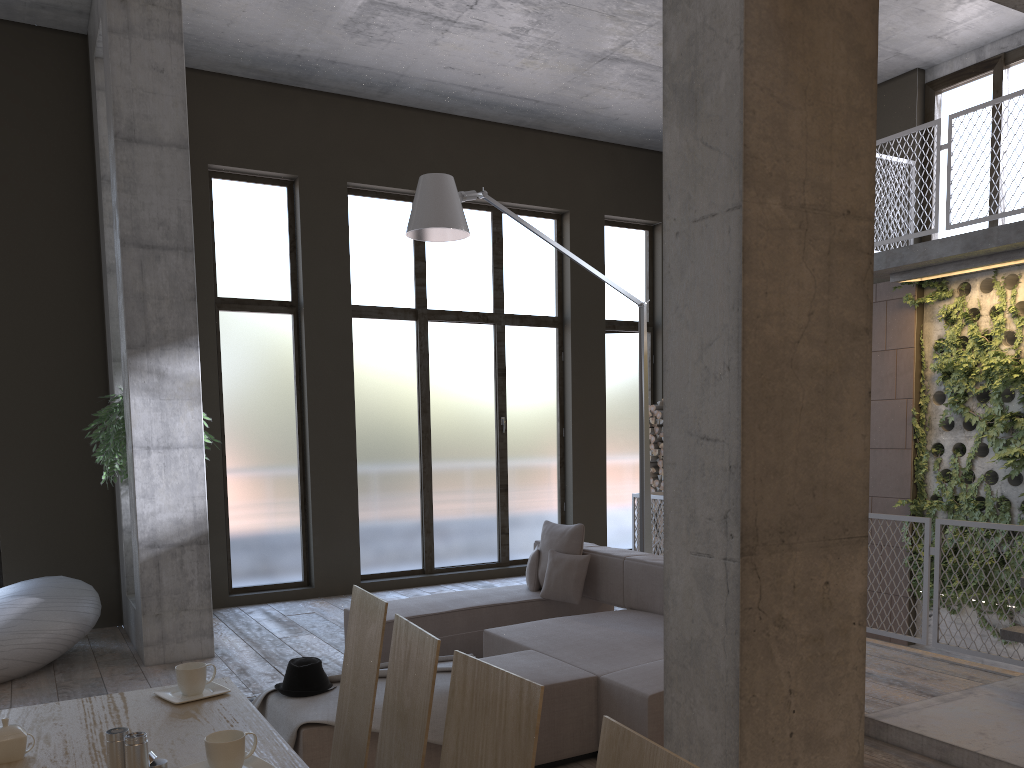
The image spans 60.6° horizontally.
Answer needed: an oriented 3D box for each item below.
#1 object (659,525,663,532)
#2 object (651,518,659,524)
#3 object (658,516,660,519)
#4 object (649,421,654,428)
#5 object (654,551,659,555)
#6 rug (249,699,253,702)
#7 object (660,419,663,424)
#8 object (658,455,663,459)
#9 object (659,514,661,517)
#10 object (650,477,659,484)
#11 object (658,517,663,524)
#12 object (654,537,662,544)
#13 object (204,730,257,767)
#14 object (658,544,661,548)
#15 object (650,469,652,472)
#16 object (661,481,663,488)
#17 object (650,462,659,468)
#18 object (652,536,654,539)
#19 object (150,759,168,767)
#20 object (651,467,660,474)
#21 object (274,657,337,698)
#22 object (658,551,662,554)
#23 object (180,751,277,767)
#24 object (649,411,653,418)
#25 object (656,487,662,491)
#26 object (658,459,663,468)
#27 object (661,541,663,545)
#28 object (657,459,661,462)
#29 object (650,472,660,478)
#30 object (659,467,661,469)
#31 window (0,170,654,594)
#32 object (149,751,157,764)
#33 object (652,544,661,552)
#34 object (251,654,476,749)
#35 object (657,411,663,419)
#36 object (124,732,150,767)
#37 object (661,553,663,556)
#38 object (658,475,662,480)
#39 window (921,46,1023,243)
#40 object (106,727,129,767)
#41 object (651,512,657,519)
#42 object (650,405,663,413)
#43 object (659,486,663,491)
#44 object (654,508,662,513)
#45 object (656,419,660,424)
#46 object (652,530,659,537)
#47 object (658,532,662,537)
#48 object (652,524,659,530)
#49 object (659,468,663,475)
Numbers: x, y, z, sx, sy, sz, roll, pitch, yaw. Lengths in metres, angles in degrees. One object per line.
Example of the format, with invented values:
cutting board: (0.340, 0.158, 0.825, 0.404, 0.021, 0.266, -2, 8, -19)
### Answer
object: (2.047, 1.801, 10.996, 0.436, 0.094, 0.092, 1, 0, -28)
object: (1.913, 1.738, 11.175, 0.454, 0.090, 0.090, 0, 0, -27)
object: (1.985, 1.670, 11.052, 0.358, 0.075, 0.064, 0, 1, -27)
object: (1.880, 0.510, 11.015, 0.454, 0.090, 0.090, 1, 0, -30)
object: (1.961, 2.168, 11.193, 0.436, 0.094, 0.092, 1, 0, -30)
rug: (-2.240, 1.959, 4.547, 2.911, 0.049, 1.161, 1, -4, -29)
object: (2.014, 0.460, 10.808, 0.421, 0.068, 0.066, 1, 0, -30)
object: (1.979, 0.906, 10.917, 0.331, 0.057, 0.089, 1, -1, -28)
object: (1.991, 1.626, 10.983, 0.331, 0.057, 0.089, 1, -1, -28)
object: (1.949, 1.217, 11.117, 0.454, 0.090, 0.090, 1, 0, -28)
object: (1.969, 1.702, 10.971, 0.293, 0.108, 0.098, 0, 1, -30)
object: (1.997, 1.954, 11.053, 0.454, 0.090, 0.090, 1, 0, -31)
object: (-0.676, 0.879, 2.092, 0.093, 0.089, 0.116, -1, 0, 15)
object: (1.986, 2.026, 11.094, 0.358, 0.075, 0.064, 1, 1, -31)
object: (1.879, 1.109, 11.161, 0.362, 0.068, 0.121, 1, -2, -30)
object: (1.980, 1.234, 10.815, 0.292, 0.104, 0.100, 0, 0, -30)
object: (1.900, 1.018, 11.109, 0.454, 0.090, 0.090, 0, 0, -27)
object: (1.962, 1.937, 11.184, 0.454, 0.090, 0.090, 1, 0, -28)
object: (-0.847, 0.911, 2.089, 0.050, 0.019, 0.050, -3, -3, 44)
object: (1.960, 1.088, 11.093, 0.434, 0.080, 0.114, 1, -1, -28)
object: (-0.982, 1.390, 4.183, 0.297, 0.170, 0.302, 0, -2, -42)
object: (2.022, 2.148, 11.136, 0.362, 0.087, 0.101, 1, 0, -30)
object: (-0.678, 0.921, 2.083, 0.185, 0.014, 0.185, 2, -4, -43)
object: (1.885, 0.382, 10.980, 0.434, 0.080, 0.112, 1, -1, -30)
object: (1.974, 1.306, 11.027, 0.358, 0.075, 0.064, 1, 1, -31)
object: (1.956, 0.981, 10.904, 0.293, 0.108, 0.098, 0, 1, -30)
object: (1.992, 1.954, 10.882, 0.292, 0.104, 0.100, 0, 0, -30)
object: (1.972, 0.949, 10.986, 0.358, 0.075, 0.064, 0, 1, -27)
object: (1.854, 1.145, 11.065, 0.421, 0.073, 0.071, 1, 0, -28)
object: (2.018, 1.070, 11.008, 0.362, 0.087, 0.101, 0, 0, -28)
window: (-2.164, 0.038, 9.038, 9.182, 4.212, 0.207, 0, 4, -31)
object: (-0.872, 0.898, 2.087, 0.051, 0.046, 0.050, -1, 1, -11)
object: (1.906, 2.066, 11.127, 0.293, 0.108, 0.098, 0, 1, -28)
object: (-0.822, 1.660, 4.277, 1.595, 0.507, 1.041, -1, -2, -11)
object: (1.987, 0.383, 10.833, 0.436, 0.094, 0.093, 1, 0, -30)
object: (-0.865, 0.862, 2.022, 0.052, 0.110, 0.052, 0, 4, 16)
object: (2.062, 2.155, 11.044, 0.434, 0.080, 0.114, 1, -1, -30)
object: (2.011, 1.163, 10.966, 0.421, 0.068, 0.067, 1, 0, -28)
window: (4.962, -2.147, 7.102, 0.109, 1.759, 3.561, -4, 0, -30)
object: (-0.918, 0.863, 2.047, 0.052, 0.113, 0.052, 0, 4, 16)
object: (1.923, 1.653, 11.094, 0.478, 0.084, 0.093, 1, 0, -30)
object: (1.869, 0.310, 10.911, 0.291, 0.104, 0.103, 0, 0, -30)
object: (2.020, 1.286, 10.935, 0.362, 0.068, 0.121, 1, -2, -28)
object: (1.975, 1.576, 11.041, 0.434, 0.080, 0.114, 1, -1, -30)
object: (1.974, 0.466, 10.878, 0.421, 0.067, 0.067, 1, 0, -30)
object: (1.985, 1.878, 11.097, 0.478, 0.084, 0.093, 1, 0, -28)
object: (2.024, 1.884, 11.033, 0.421, 0.068, 0.067, 1, 0, -28)
object: (1.972, 1.809, 11.160, 0.434, 0.080, 0.114, 1, -1, -28)
object: (2.034, 1.081, 10.930, 0.436, 0.094, 0.092, 1, 0, -28)
